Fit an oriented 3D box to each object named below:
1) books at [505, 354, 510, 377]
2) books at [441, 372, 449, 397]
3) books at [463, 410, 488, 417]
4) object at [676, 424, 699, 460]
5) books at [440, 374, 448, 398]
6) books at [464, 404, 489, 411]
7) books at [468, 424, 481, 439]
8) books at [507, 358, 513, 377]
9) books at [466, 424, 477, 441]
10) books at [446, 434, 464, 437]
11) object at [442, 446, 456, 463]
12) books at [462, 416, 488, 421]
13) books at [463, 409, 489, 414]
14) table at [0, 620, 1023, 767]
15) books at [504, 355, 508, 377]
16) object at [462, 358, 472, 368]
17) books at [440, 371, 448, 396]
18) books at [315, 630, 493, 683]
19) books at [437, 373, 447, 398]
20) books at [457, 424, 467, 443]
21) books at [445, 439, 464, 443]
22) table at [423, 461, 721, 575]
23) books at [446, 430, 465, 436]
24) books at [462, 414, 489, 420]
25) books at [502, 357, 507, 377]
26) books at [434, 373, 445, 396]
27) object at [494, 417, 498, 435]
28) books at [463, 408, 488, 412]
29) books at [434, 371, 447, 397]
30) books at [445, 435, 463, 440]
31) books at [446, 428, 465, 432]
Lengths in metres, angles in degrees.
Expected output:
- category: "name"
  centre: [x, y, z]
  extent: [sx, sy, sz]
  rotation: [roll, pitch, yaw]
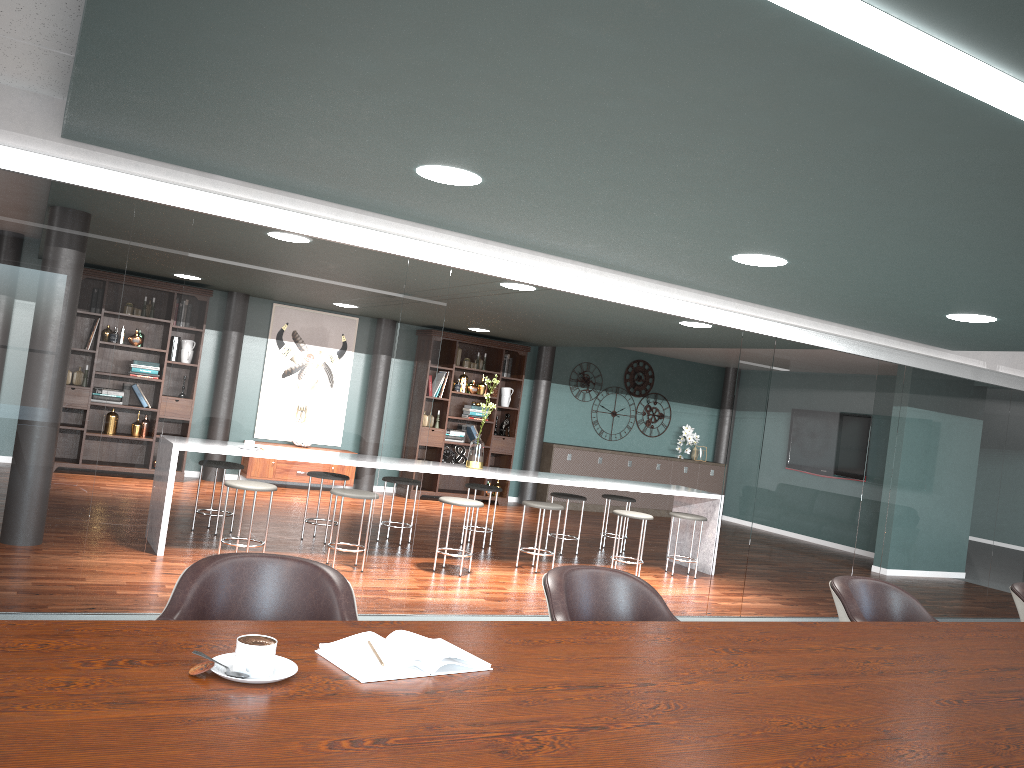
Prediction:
- category: "books"
  centre: [-0.097, -0.227, 11.007]
  extent: [0.027, 0.286, 0.184]
  rotation: [9, -2, -29]
- category: "books"
  centre: [-0.841, 0.007, 10.599]
  extent: [0.062, 0.322, 0.197]
  rotation: [9, -2, -29]
- category: "books"
  centre: [-0.447, 0.365, 10.852]
  extent: [0.248, 0.042, 0.194]
  rotation: [9, -2, -29]
- category: "object"
  centre: [2.509, 0.823, 12.588]
  extent: [0.221, 0.495, 0.600]
  rotation: [7, -2, 35]
- category: "books"
  centre: [-0.851, 0.011, 10.598]
  extent: [0.063, 0.309, 0.210]
  rotation: [9, -2, -29]
- category: "books"
  centre: [-0.434, 0.292, 10.856]
  extent: [0.248, 0.042, 0.194]
  rotation: [9, -2, -29]
- category: "books"
  centre: [-0.453, 0.619, 10.836]
  extent: [0.166, 0.228, 0.205]
  rotation: [9, -2, -29]
- category: "books"
  centre: [-0.069, -0.203, 11.023]
  extent: [0.042, 0.248, 0.194]
  rotation: [9, -2, -29]
- category: "books"
  centre: [-0.482, 0.616, 10.819]
  extent: [0.176, 0.227, 0.194]
  rotation: [9, -2, -29]
- category: "books"
  centre: [-0.743, 0.608, 10.671]
  extent: [0.268, 0.016, 0.205]
  rotation: [9, -2, -29]
- category: "object"
  centre: [-0.778, 0.868, 10.608]
  extent: [0.224, 0.238, 0.159]
  rotation: [9, -2, -29]
- category: "books"
  centre: [-0.455, 0.423, 10.851]
  extent: [0.268, 0.016, 0.205]
  rotation: [9, -2, -29]
- category: "books"
  centre: [-0.443, 0.336, 10.853]
  extent: [0.268, 0.016, 0.205]
  rotation: [9, -2, -29]
- category: "table"
  centre: [1.324, 1.097, 2.067]
  extent: [6.694, 0.706, 1.374]
  rotation: [9, -2, -29]
- category: "books"
  centre: [-0.119, -0.222, 10.995]
  extent: [0.016, 0.268, 0.205]
  rotation: [9, -2, -29]
- category: "object"
  centre: [-0.546, -0.255, 10.742]
  extent: [0.096, 0.126, 0.106]
  rotation: [7, -2, 22]
- category: "books"
  centre: [-0.854, 0.005, 10.593]
  extent: [0.062, 0.322, 0.197]
  rotation: [9, -2, -29]
- category: "books"
  centre: [-0.200, 0.504, 1.668]
  extent: [0.285, 0.032, 0.180]
  rotation: [9, -2, -39]
- category: "books"
  centre: [-0.865, 0.009, 10.592]
  extent: [0.063, 0.309, 0.210]
  rotation: [9, -2, -29]
- category: "books"
  centre: [-0.619, 0.601, 10.820]
  extent: [0.063, 0.214, 0.139]
  rotation: [9, -2, -29]
- category: "books"
  centre: [-0.750, 0.673, 10.671]
  extent: [0.286, 0.027, 0.184]
  rotation: [9, -2, -29]
- category: "table"
  centre: [-0.323, 1.005, 6.885]
  extent: [4.577, 0.699, 0.609]
  rotation: [9, -2, -29]
- category: "books"
  centre: [-0.719, 0.583, 10.683]
  extent: [0.248, 0.042, 0.194]
  rotation: [9, -2, -29]
- category: "books"
  centre: [-0.450, 0.401, 10.853]
  extent: [0.286, 0.027, 0.184]
  rotation: [9, -2, -29]
- category: "books"
  centre: [-0.146, -0.215, 10.980]
  extent: [0.042, 0.248, 0.194]
  rotation: [9, -2, -29]
- category: "books"
  centre: [-0.907, 0.010, 10.574]
  extent: [0.115, 0.296, 0.210]
  rotation: [9, -2, -29]
- category: "object"
  centre: [-0.196, 0.516, 10.953]
  extent: [0.077, 0.228, 0.077]
  rotation: [6, -2, 44]
- category: "books"
  centre: [-0.441, 0.320, 10.847]
  extent: [0.268, 0.016, 0.205]
  rotation: [9, -2, -29]
- category: "books"
  centre: [-0.882, 0.004, 10.582]
  extent: [0.090, 0.316, 0.197]
  rotation: [9, -2, -29]
- category: "books"
  centre: [-0.747, 0.638, 10.670]
  extent: [0.248, 0.042, 0.194]
  rotation: [9, -2, -29]
- category: "books"
  centre: [-0.724, 0.552, 10.679]
  extent: [0.268, 0.016, 0.205]
  rotation: [9, -2, -29]
